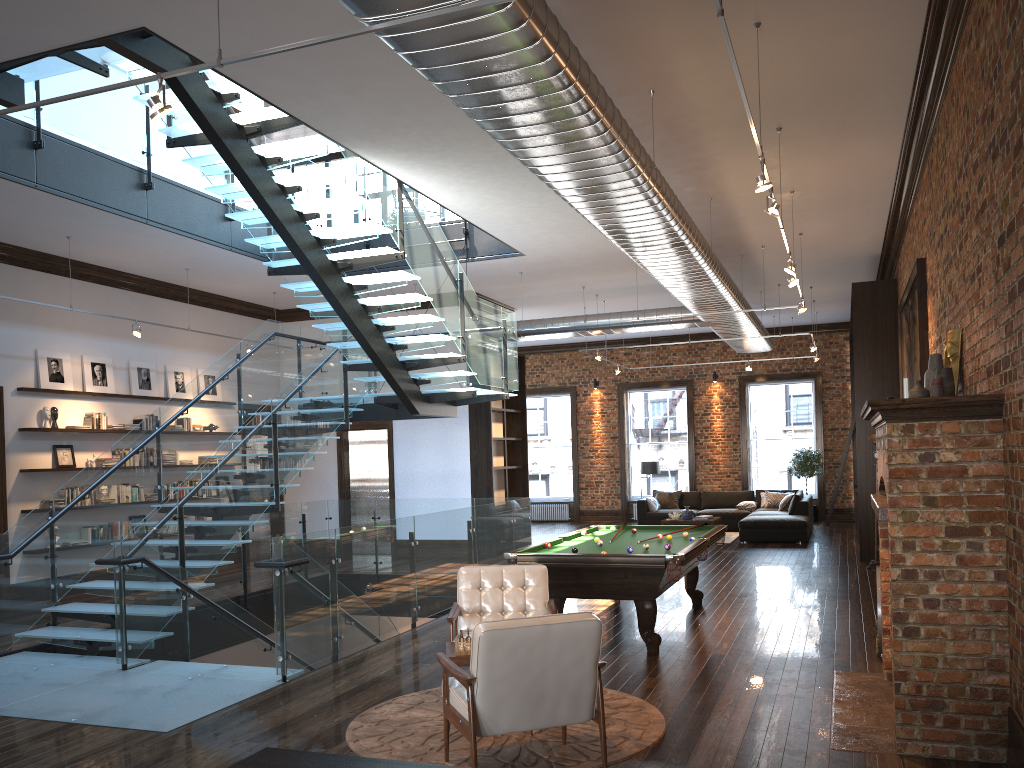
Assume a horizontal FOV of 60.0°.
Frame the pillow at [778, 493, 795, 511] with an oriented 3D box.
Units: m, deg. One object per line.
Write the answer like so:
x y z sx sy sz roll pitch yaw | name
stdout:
5.473 2.363 17.655 0.314 0.355 0.630 -2 -4 20 | pillow

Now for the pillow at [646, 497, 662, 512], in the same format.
3.025 2.562 18.891 0.244 0.305 0.574 -2 -4 21 | pillow

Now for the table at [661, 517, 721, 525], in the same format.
3.483 2.787 17.191 1.001 0.345 1.002 -3 -4 20 | table

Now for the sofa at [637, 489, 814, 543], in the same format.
4.067 2.570 17.539 3.504 0.803 3.455 -3 -5 20 | sofa

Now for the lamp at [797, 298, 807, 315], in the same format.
3.649 -0.988 11.156 0.114 0.230 0.114 -2 -1 35 | lamp

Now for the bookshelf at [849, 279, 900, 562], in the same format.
6.506 0.778 16.062 0.601 3.993 7.419 -2 -3 20 | bookshelf

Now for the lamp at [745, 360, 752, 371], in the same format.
5.046 -0.395 18.917 0.113 0.230 0.114 -2 -1 -10 | lamp

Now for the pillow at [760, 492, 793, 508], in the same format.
5.472 2.412 18.346 0.704 0.338 0.270 -3 -2 21 | pillow

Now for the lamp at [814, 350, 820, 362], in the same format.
5.992 -0.546 17.426 0.114 0.230 0.114 -1 -1 -30 | lamp

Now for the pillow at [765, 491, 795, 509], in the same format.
5.477 2.370 18.151 0.612 0.361 0.288 -3 -2 24 | pillow

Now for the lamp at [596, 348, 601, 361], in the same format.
1.545 -0.530 15.959 0.114 0.230 0.113 -2 -1 41 | lamp

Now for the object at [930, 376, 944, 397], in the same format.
2.651 0.044 5.531 0.081 0.178 0.082 -1 -1 -27 | object

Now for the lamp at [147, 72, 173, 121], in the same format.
-1.699 -1.387 4.291 0.113 0.230 0.114 -2 -1 10 | lamp

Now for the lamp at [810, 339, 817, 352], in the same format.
5.287 -0.678 15.548 0.113 0.230 0.114 -2 -1 -4 | lamp

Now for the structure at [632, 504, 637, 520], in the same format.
3.521 3.057 21.246 1.303 0.395 0.216 -3 -1 20 | structure

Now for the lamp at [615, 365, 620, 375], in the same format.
2.249 -0.316 18.832 0.113 0.230 0.114 -1 -1 -29 | lamp

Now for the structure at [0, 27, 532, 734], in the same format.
-2.499 0.743 9.386 3.579 14.483 7.046 -2 -1 20 | structure

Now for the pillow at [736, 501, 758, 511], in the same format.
4.862 2.528 18.353 0.409 0.204 0.611 -3 -4 18 | pillow

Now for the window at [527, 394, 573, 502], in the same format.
0.896 1.642 22.508 1.522 2.751 0.155 -2 0 21 | window

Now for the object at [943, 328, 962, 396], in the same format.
3.029 -0.097 6.132 0.125 0.535 0.409 -2 -2 20 | object

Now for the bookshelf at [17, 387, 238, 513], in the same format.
-5.258 1.201 12.800 0.200 2.052 4.082 -2 -3 20 | bookshelf

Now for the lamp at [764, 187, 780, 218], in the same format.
1.891 -1.319 6.468 0.114 0.230 0.113 -2 -1 -5 | lamp

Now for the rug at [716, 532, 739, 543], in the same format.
3.307 2.960 17.124 2.024 0.003 2.117 -4 -5 20 | rug

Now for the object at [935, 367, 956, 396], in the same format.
2.744 0.016 5.622 0.120 0.242 0.120 -2 -1 40 | object

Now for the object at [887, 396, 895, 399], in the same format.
2.676 0.136 6.222 0.238 0.105 0.237 -4 -5 31 | object

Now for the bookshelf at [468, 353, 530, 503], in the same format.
-0.202 1.182 15.507 0.401 3.514 1.783 -2 -1 20 | bookshelf

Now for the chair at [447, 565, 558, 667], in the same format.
-0.059 1.746 6.257 0.768 0.865 0.743 -2 -2 1 | chair

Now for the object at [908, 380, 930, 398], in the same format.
2.596 0.060 5.656 0.136 0.169 0.136 -1 -2 -27 | object

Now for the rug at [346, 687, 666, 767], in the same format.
-0.037 2.107 5.535 1.972 0.015 1.973 -4 -5 22 | rug

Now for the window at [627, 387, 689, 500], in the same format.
3.572 1.478 21.503 1.522 2.751 0.155 -2 0 21 | window

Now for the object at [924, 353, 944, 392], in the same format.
2.778 -0.024 5.803 0.145 0.349 0.145 -1 -1 -33 | object

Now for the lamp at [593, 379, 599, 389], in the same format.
2.041 -0.006 21.628 0.126 0.236 0.155 -2 -1 20 | lamp

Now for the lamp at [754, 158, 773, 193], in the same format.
1.649 -1.373 5.823 0.117 0.212 0.118 -1 -1 -28 | lamp

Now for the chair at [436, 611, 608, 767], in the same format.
0.040 1.615 4.697 0.768 0.865 0.743 -1 -2 -19 | chair

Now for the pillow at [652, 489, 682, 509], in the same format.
3.321 2.502 19.193 0.701 0.439 0.305 -3 -2 21 | pillow

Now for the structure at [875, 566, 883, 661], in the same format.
3.088 1.663 6.835 0.538 0.918 0.928 -2 -2 21 | structure

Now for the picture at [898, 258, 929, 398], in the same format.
4.434 0.427 9.792 0.080 2.998 3.204 -2 -2 20 | picture

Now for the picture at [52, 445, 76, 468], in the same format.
-5.810 0.942 11.518 0.077 0.299 0.300 -2 -2 20 | picture

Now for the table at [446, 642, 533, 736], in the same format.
-0.155 1.866 5.449 0.516 0.494 0.464 -2 -2 -4 | table

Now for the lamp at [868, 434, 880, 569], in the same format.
5.050 1.584 12.043 0.425 1.826 0.506 -2 0 26 | lamp

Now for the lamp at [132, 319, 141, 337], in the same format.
-4.813 -0.711 11.363 0.114 0.230 0.114 -1 -1 -25 | lamp

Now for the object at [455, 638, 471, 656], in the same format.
-0.156 1.610 5.454 0.388 0.028 0.389 -1 -5 -4 | object

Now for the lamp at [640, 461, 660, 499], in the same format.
2.915 2.417 19.240 0.419 1.465 0.688 -2 -1 -40 | lamp

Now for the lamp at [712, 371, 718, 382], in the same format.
4.722 -0.171 20.621 0.126 0.236 0.155 -2 -1 20 | lamp

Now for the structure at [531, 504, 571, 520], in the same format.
0.848 3.221 22.251 1.303 0.395 0.216 -3 -1 20 | structure

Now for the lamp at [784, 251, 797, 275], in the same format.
2.693 -1.169 8.599 0.114 0.230 0.114 -1 -1 -40 | lamp

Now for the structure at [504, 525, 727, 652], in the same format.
1.156 1.912 8.655 1.554 0.850 2.961 -3 -5 20 | structure

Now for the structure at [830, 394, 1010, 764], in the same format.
2.444 1.092 5.545 0.888 1.905 2.001 -2 -2 20 | structure

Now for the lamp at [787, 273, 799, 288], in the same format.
2.925 -1.125 9.222 0.114 0.230 0.113 -2 -1 0 | lamp

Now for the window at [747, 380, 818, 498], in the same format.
6.249 1.313 20.497 1.522 2.751 0.155 -2 0 21 | window
